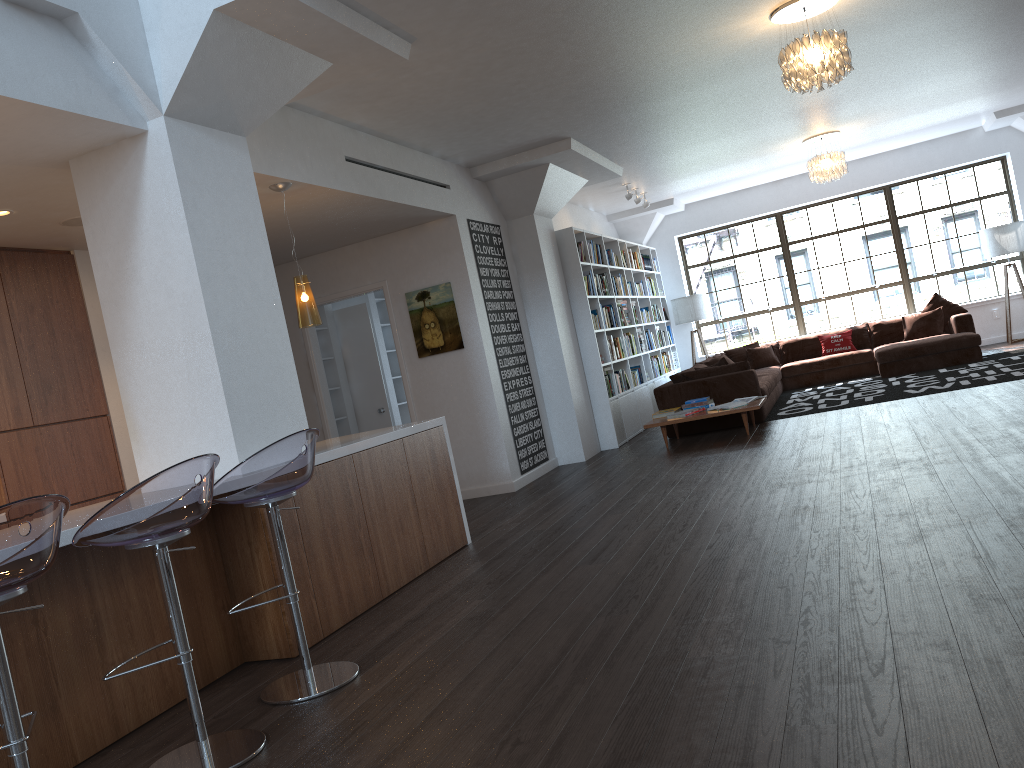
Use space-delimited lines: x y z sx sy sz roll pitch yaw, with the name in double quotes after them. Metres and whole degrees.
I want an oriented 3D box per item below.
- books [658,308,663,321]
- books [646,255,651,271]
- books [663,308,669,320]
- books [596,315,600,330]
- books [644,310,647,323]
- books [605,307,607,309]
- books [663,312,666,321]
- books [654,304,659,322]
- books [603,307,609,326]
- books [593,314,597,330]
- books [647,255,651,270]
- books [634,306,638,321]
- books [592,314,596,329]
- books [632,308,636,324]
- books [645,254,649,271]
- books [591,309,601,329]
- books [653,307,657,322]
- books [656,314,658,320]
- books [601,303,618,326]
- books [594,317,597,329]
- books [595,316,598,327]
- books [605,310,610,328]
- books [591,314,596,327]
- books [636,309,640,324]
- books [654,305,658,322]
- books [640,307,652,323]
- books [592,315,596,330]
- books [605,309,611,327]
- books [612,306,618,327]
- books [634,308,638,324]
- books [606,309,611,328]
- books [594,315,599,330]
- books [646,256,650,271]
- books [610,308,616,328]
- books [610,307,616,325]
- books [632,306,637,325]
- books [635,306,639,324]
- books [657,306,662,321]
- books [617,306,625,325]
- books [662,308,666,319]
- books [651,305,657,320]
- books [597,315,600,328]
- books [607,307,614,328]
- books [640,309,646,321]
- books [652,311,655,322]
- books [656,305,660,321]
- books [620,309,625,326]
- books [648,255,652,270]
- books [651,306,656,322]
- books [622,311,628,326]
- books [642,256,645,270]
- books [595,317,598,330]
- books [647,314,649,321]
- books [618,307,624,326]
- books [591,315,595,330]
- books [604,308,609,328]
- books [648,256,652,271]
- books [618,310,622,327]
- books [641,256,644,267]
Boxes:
2.134 -1.018 13.200 0.161 0.207 0.135 -12 1 20 "books"
1.935 -1.766 13.113 0.183 0.253 0.042 -12 1 21 "books"
2.278 -1.061 13.589 0.182 0.215 0.188 -12 1 21 "books"
0.905 -0.669 9.824 0.106 0.162 0.032 -12 1 21 "books"
1.772 -0.914 12.199 0.139 0.191 0.036 -12 1 21 "books"
1.044 -0.755 10.350 0.182 0.253 0.034 -12 1 21 "books"
2.224 -1.048 13.445 0.161 0.218 0.101 -12 1 21 "books"
2.036 -1.020 12.986 0.180 0.259 0.042 -12 1 21 "books"
1.017 -0.746 10.230 0.159 0.250 0.026 -12 1 21 "books"
0.851 -0.663 9.736 0.128 0.178 0.022 -12 1 21 "books"
1.951 -1.770 13.153 0.183 0.253 0.042 -12 1 21 "books"
1.552 -0.887 11.680 0.183 0.253 0.039 -12 1 21 "books"
0.838 -0.660 9.686 0.128 0.178 0.021 -12 1 21 "books"
1.513 -0.862 11.541 0.161 0.223 0.030 -12 1 21 "books"
1.905 -1.758 13.031 0.183 0.253 0.042 -12 1 21 "books"
0.903 -0.705 9.885 0.140 0.231 0.042 -12 1 21 "books"
1.989 -0.988 12.804 0.161 0.223 0.032 -12 1 21 "books"
2.025 -1.013 12.948 0.160 0.251 0.039 -12 1 21 "books"
1.150 -0.801 10.596 0.176 0.294 0.102 -12 1 21 "books"
0.867 -0.664 9.751 0.109 0.171 0.018 -12 1 21 "books"
0.885 -0.659 9.784 0.110 0.153 0.018 -12 1 21 "books"
1.036 -0.736 10.252 0.161 0.223 0.027 -12 1 21 "books"
0.841 -0.664 9.712 0.134 0.184 0.030 -12 1 21 "books"
1.590 -0.897 11.778 0.160 0.251 0.036 -12 1 21 "books"
2.015 -1.008 12.911 0.171 0.246 0.039 -12 1 21 "books"
1.880 -0.964 12.507 0.140 0.231 0.042 -12 1 21 "books"
0.833 -0.658 9.665 0.128 0.178 0.022 -12 1 21 "books"
1.046 -0.744 10.311 0.167 0.230 0.037 -12 1 21 "books"
1.142 -0.780 10.534 0.182 0.253 0.034 -12 1 21 "books"
1.557 -0.873 11.643 0.161 0.223 0.030 -12 1 21 "books"
1.044 -0.738 10.278 0.161 0.223 0.026 -12 1 21 "books"
0.890 -0.667 9.802 0.120 0.167 0.020 -12 1 21 "books"
1.915 -1.761 13.074 0.183 0.253 0.042 -12 1 21 "books"
1.114 -0.766 10.467 0.174 0.239 0.045 -12 1 21 "books"
1.120 -0.774 10.506 0.182 0.253 0.034 -12 1 21 "books"
1.525 -0.881 11.578 0.174 0.251 0.051 -12 1 21 "books"
1.580 -0.892 11.743 0.171 0.246 0.036 -12 1 21 "books"
2.104 -1.026 13.149 0.174 0.236 0.142 -12 1 20 "books"
1.283 -0.818 10.958 0.183 0.253 0.042 -12 1 21 "books"
2.239 -1.048 13.508 0.167 0.210 0.162 -12 1 21 "books"
1.985 -1.004 12.843 0.183 0.253 0.042 -12 1 21 "books"
0.913 -0.673 9.847 0.107 0.167 0.017 -12 1 21 "books"
1.077 -0.763 10.373 0.182 0.253 0.034 -12 1 21 "books"
1.753 -0.917 12.163 0.140 0.206 0.042 -12 1 21 "books"
1.943 -0.976 12.695 0.161 0.223 0.032 -12 1 21 "books"
2.072 -1.026 13.065 0.183 0.253 0.042 -12 1 21 "books"
1.287 -0.803 10.919 0.161 0.223 0.032 -12 1 21 "books"
1.981 -1.778 13.235 0.183 0.253 0.042 -12 1 21 "books"
1.957 -0.989 12.735 0.174 0.240 0.054 -12 1 21 "books"
1.340 -0.808 11.067 0.161 0.207 0.135 -12 1 20 "books"
1.820 -1.719 12.753 0.161 0.223 0.032 -12 1 21 "books"
0.880 -0.657 9.766 0.110 0.153 0.019 -12 1 21 "books"
1.844 -0.923 12.373 0.109 0.171 0.018 -12 1 21 "books"
1.255 -0.803 10.850 0.174 0.240 0.054 -12 1 21 "books"
0.817 -0.666 9.648 0.127 0.200 0.020 -12 1 21 "books"
1.004 -0.740 10.191 0.170 0.245 0.057 -12 1 21 "books"
1.964 -1.774 13.195 0.183 0.253 0.042 -12 1 21 "books"
1.240 -0.791 10.810 0.161 0.223 0.032 -12 1 21 "books"
1.801 -1.715 12.726 0.161 0.223 0.033 -12 1 21 "books"
